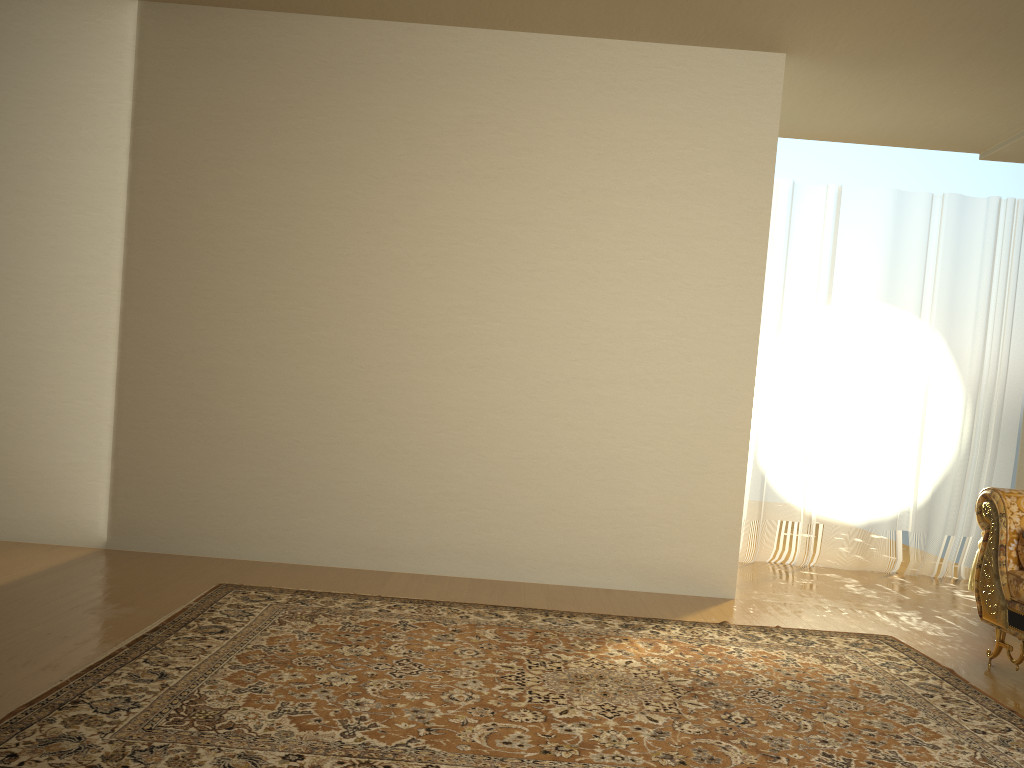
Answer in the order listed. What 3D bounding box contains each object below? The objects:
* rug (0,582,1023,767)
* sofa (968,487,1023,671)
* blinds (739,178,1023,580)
[{"bbox_3d":[0.208,0.996,2.957,3.078,0.017,2.114,5,-1,0],"label":"rug"},{"bbox_3d":[2.275,0.735,2.875,0.693,0.872,1.891,5,0,0],"label":"sofa"},{"bbox_3d":[2.282,-0.020,5.779,2.165,2.512,0.163,5,3,2],"label":"blinds"}]
